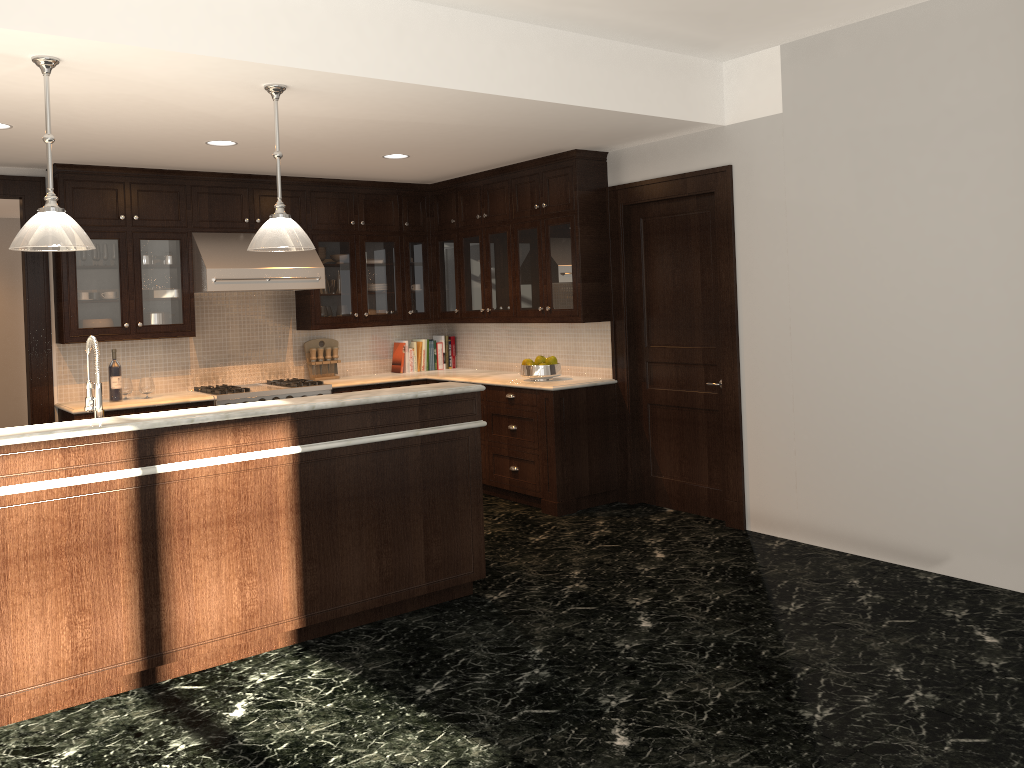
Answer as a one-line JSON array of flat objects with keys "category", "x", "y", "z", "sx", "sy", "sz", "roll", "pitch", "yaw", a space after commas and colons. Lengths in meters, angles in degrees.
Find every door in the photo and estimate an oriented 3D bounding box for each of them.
[{"category": "door", "x": 1.163, "y": -0.197, "z": 6.144, "sx": 0.109, "sy": 2.184, "sz": 0.863, "roll": -2, "pitch": 1, "yaw": -37}]

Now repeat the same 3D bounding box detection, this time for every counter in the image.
[{"category": "counter", "x": -1.373, "y": 0.137, "z": 3.835, "sx": 2.863, "sy": 0.032, "sz": 0.328, "roll": -6, "pitch": 7, "yaw": -37}, {"category": "counter", "x": -1.590, "y": 0.302, "z": 4.121, "sx": 2.877, "sy": 0.032, "sz": 1.054, "roll": -6, "pitch": 7, "yaw": -37}, {"category": "counter", "x": -1.253, "y": 0.067, "z": 6.443, "sx": 3.378, "sy": 0.032, "sz": 2.316, "roll": -6, "pitch": 7, "yaw": -37}]

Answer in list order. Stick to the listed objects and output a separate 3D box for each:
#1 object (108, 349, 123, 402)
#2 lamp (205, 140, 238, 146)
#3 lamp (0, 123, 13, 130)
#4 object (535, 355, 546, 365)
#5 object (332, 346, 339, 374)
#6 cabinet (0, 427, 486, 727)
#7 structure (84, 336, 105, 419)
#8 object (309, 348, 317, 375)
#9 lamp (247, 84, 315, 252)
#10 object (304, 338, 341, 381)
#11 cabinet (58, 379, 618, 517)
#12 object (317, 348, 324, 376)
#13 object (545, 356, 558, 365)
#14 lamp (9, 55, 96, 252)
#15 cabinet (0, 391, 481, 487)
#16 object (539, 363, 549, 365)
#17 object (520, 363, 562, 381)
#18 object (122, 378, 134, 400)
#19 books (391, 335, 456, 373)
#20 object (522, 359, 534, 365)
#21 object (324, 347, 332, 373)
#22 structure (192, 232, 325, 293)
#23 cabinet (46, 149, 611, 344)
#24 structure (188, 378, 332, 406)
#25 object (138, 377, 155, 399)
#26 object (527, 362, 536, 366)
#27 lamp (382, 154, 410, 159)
[{"category": "object", "x": -2.831, "y": -0.063, "z": 6.296, "sx": 0.094, "sy": 0.377, "sz": 0.095, "roll": -2, "pitch": 0, "yaw": -22}, {"category": "lamp", "x": -1.847, "y": -1.594, "z": 5.607, "sx": 0.197, "sy": 0.137, "sz": 0.198, "roll": -1, "pitch": 4, "yaw": 18}, {"category": "lamp", "x": -2.854, "y": -1.482, "z": 4.845, "sx": 0.198, "sy": 0.137, "sz": 0.198, "roll": -5, "pitch": 4, "yaw": -32}, {"category": "object", "x": 0.217, "y": -0.166, "z": 6.673, "sx": 0.095, "sy": 0.099, "sz": 0.091, "roll": -1, "pitch": 3, "yaw": 30}, {"category": "object", "x": -1.512, "y": -0.203, "z": 7.566, "sx": 0.061, "sy": 0.237, "sz": 0.061, "roll": -2, "pitch": 0, "yaw": 17}, {"category": "cabinet", "x": -1.572, "y": 0.743, "z": 4.127, "sx": 2.856, "sy": 0.912, "sz": 1.026, "roll": -6, "pitch": 5, "yaw": -37}, {"category": "structure", "x": -1.877, "y": 0.048, "z": 3.959, "sx": 0.051, "sy": 0.530, "sz": 0.243, "roll": -2, "pitch": 1, "yaw": -37}, {"category": "object", "x": -1.674, "y": -0.189, "z": 7.442, "sx": 0.061, "sy": 0.228, "sz": 0.061, "roll": -2, "pitch": 1, "yaw": 35}, {"category": "lamp", "x": -1.118, "y": -1.034, "z": 4.226, "sx": 0.318, "sy": 0.783, "sz": 0.317, "roll": -3, "pitch": 1, "yaw": -23}, {"category": "object", "x": -1.599, "y": -0.213, "z": 7.512, "sx": 0.317, "sy": 0.349, "sz": 0.110, "roll": -4, "pitch": 2, "yaw": -37}, {"category": "cabinet", "x": -1.235, "y": 0.523, "z": 6.444, "sx": 3.378, "sy": 0.879, "sz": 2.316, "roll": -6, "pitch": 6, "yaw": -37}, {"category": "object", "x": -1.621, "y": -0.191, "z": 7.482, "sx": 0.061, "sy": 0.237, "sz": 0.061, "roll": -2, "pitch": 0, "yaw": 23}, {"category": "object", "x": 0.296, "y": -0.162, "z": 6.630, "sx": 0.093, "sy": 0.098, "sz": 0.091, "roll": -1, "pitch": 3, "yaw": 24}, {"category": "lamp", "x": -1.903, "y": -0.946, "z": 3.633, "sx": 0.318, "sy": 0.783, "sz": 0.317, "roll": -3, "pitch": 1, "yaw": -23}, {"category": "cabinet", "x": -1.378, "y": 0.230, "z": 3.829, "sx": 2.845, "sy": 0.152, "sz": 0.292, "roll": -6, "pitch": 6, "yaw": -37}, {"category": "object", "x": 0.238, "y": -0.110, "z": 6.603, "sx": 0.091, "sy": 0.097, "sz": 0.092, "roll": -3, "pitch": 3, "yaw": -7}, {"category": "object", "x": 0.219, "y": -0.091, "z": 6.692, "sx": 0.319, "sy": 0.122, "sz": 0.318, "roll": -7, "pitch": 7, "yaw": -43}, {"category": "object", "x": -2.817, "y": 0.037, "z": 6.432, "sx": 0.113, "sy": 0.151, "sz": 0.112, "roll": -4, "pitch": 3, "yaw": -45}, {"category": "books", "x": -0.815, "y": -0.279, "z": 8.098, "sx": 0.605, "sy": 0.311, "sz": 0.194, "roll": -6, "pitch": 3, "yaw": -37}, {"category": "object", "x": 0.121, "y": -0.144, "z": 6.717, "sx": 0.091, "sy": 0.098, "sz": 0.093, "roll": -1, "pitch": 3, "yaw": 20}, {"category": "object", "x": -1.564, "y": -0.203, "z": 7.526, "sx": 0.061, "sy": 0.226, "sz": 0.061, "roll": -2, "pitch": 0, "yaw": 23}, {"category": "structure", "x": -2.028, "y": -0.969, "z": 6.935, "sx": 0.933, "sy": 0.477, "sz": 0.639, "roll": -5, "pitch": 5, "yaw": -37}, {"category": "cabinet", "x": -1.295, "y": -1.006, "z": 6.447, "sx": 3.377, "sy": 1.254, "sz": 2.308, "roll": -6, "pitch": 6, "yaw": -37}, {"category": "structure", "x": -1.959, "y": 0.419, "z": 6.916, "sx": 0.908, "sy": 0.837, "sz": 0.719, "roll": -4, "pitch": 3, "yaw": -37}, {"category": "object", "x": -2.663, "y": 0.030, "z": 6.439, "sx": 0.113, "sy": 0.151, "sz": 0.112, "roll": -4, "pitch": 3, "yaw": -45}, {"category": "object", "x": 0.145, "y": -0.120, "z": 6.645, "sx": 0.100, "sy": 0.096, "sz": 0.091, "roll": -3, "pitch": 3, "yaw": -19}, {"category": "lamp", "x": -0.839, "y": -1.705, "z": 6.368, "sx": 0.197, "sy": 0.137, "sz": 0.198, "roll": -2, "pitch": 4, "yaw": -2}]
